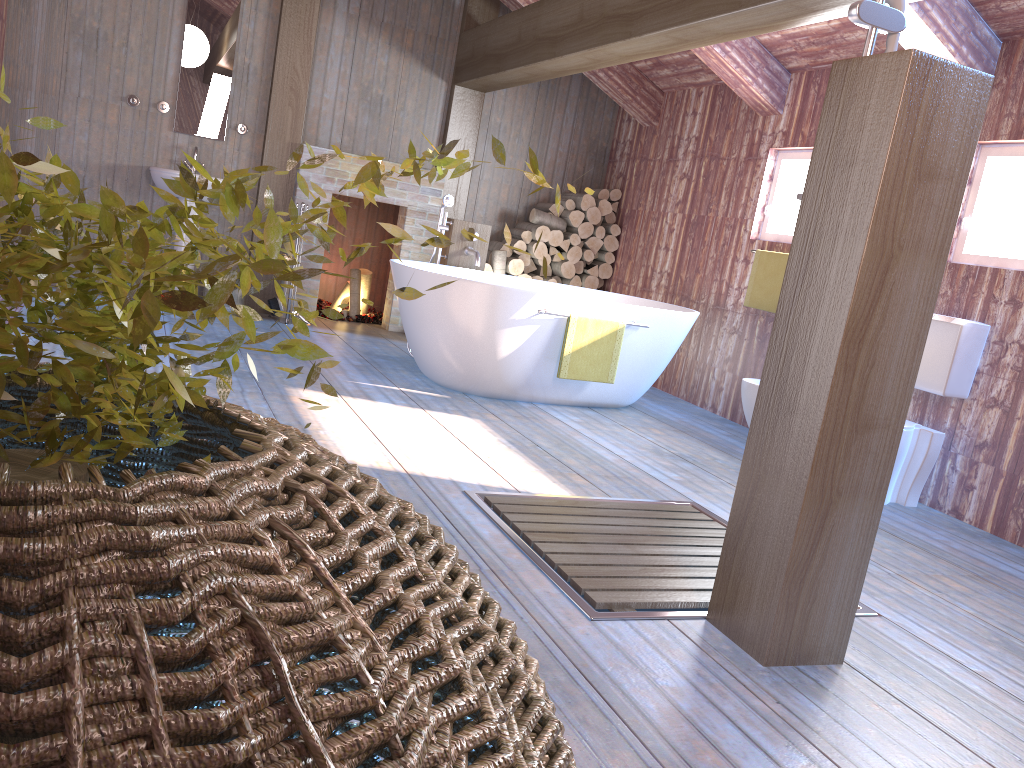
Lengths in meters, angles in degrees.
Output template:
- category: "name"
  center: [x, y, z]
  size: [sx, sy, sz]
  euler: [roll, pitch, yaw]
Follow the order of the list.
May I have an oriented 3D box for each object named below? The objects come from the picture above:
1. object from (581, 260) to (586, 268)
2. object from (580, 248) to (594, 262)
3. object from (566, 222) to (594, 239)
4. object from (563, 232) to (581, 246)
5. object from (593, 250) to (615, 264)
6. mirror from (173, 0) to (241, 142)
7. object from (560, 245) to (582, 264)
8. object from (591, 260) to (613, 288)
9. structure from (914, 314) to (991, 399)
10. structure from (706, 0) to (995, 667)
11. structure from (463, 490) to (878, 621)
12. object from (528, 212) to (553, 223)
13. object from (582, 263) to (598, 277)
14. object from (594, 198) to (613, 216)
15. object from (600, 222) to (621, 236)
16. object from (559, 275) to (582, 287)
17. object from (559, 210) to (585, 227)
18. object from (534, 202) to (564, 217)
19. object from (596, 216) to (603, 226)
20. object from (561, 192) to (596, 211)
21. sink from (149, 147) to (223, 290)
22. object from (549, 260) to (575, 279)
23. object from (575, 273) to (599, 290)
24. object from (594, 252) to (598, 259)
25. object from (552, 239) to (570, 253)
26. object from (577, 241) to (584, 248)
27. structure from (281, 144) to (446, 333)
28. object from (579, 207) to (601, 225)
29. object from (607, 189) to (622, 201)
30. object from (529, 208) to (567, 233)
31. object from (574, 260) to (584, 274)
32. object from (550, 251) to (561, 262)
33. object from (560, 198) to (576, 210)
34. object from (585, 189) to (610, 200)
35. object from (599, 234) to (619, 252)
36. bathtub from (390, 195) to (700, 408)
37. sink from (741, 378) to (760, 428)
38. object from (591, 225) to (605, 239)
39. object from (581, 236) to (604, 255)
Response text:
- category: "object"
  center: [0.555, -1.022, 7.489]
  size: [0.065, 0.069, 0.177]
  euler: [6, 10, -24]
- category: "object"
  center: [0.553, -1.106, 7.480]
  size: [0.102, 0.109, 0.438]
  euler: [6, 10, -23]
- category: "object"
  center: [0.519, -1.293, 7.422]
  size: [0.143, 0.151, 0.440]
  euler: [6, 10, -23]
- category: "object"
  center: [0.435, -1.224, 7.399]
  size: [0.102, 0.109, 0.438]
  euler: [6, 10, -23]
- category: "object"
  center: [0.732, -1.097, 7.559]
  size: [0.102, 0.109, 0.438]
  euler: [6, 10, -23]
- category: "mirror"
  center: [-2.157, -2.370, 6.313]
  size: [0.350, 1.199, 0.009]
  euler: [6, 10, -24]
- category: "object"
  center: [0.432, -1.098, 7.433]
  size: [0.136, 0.157, 0.439]
  euler: [6, 10, -23]
- category: "object"
  center: [0.690, -0.939, 7.590]
  size: [0.137, 0.256, 0.439]
  euler: [6, 10, -23]
- category: "structure"
  center: [2.023, -0.146, 4.225]
  size: [0.182, 0.363, 0.358]
  euler: [6, 10, -23]
- category: "structure"
  center: [0.880, -0.393, 2.269]
  size: [0.328, 2.209, 0.522]
  euler: [10, 9, -3]
- category: "structure"
  center: [0.462, 0.566, 2.933]
  size: [1.000, 0.067, 1.000]
  euler: [6, 10, -24]
- category: "object"
  center: [0.243, -1.371, 7.393]
  size: [0.113, 0.130, 0.291]
  euler: [6, 10, -23]
- category: "object"
  center: [0.597, -0.993, 7.528]
  size: [0.115, 0.112, 0.423]
  euler: [6, 10, -23]
- category: "object"
  center: [0.683, -1.490, 7.465]
  size: [0.133, 0.142, 0.456]
  euler: [6, 10, -23]
- category: "object"
  center: [0.777, -1.322, 7.522]
  size: [0.102, 0.109, 0.438]
  euler: [6, 10, -23]
- category: "object"
  center: [0.469, -0.877, 7.475]
  size: [0.114, 0.113, 0.301]
  euler: [6, 11, -26]
- category: "object"
  center: [0.439, -1.393, 7.384]
  size: [0.139, 0.148, 0.458]
  euler: [6, 10, -23]
- category: "object"
  center: [0.306, -1.449, 7.402]
  size: [0.140, 0.121, 0.319]
  euler: [6, 10, -22]
- category: "object"
  center: [0.646, -1.394, 7.562]
  size: [0.132, 0.119, 0.319]
  euler: [6, 10, -22]
- category: "object"
  center: [0.542, -1.520, 7.396]
  size: [0.135, 0.139, 0.456]
  euler: [6, 10, -23]
- category: "sink"
  center: [-2.310, -1.116, 6.325]
  size: [0.582, 1.143, 0.475]
  euler: [6, 10, -24]
- category: "object"
  center: [0.371, -0.981, 7.436]
  size: [0.141, 0.143, 0.437]
  euler: [6, 10, -25]
- category: "object"
  center: [0.573, -0.881, 7.554]
  size: [0.137, 0.133, 0.437]
  euler: [6, 10, -25]
- category: "object"
  center: [0.659, -1.113, 7.574]
  size: [0.088, 0.092, 0.280]
  euler: [6, 10, -23]
- category: "object"
  center: [0.342, -1.164, 7.375]
  size: [0.109, 0.124, 0.424]
  euler: [6, 10, -24]
- category: "object"
  center: [0.502, -1.167, 7.421]
  size: [0.095, 0.090, 0.278]
  euler: [6, 10, -22]
- category: "structure"
  center: [-1.185, -1.098, 6.953]
  size: [1.130, 1.330, 0.226]
  euler: [6, 10, -24]
- category: "object"
  center: [0.579, -1.422, 7.416]
  size: [0.141, 0.143, 0.437]
  euler: [6, 10, -25]
- category: "object"
  center: [0.813, -1.599, 7.510]
  size: [0.112, 0.113, 0.271]
  euler: [6, 10, -24]
- category: "object"
  center: [0.293, -1.326, 7.206]
  size: [0.302, 0.157, 0.121]
  euler: [6, 10, -23]
- category: "object"
  center: [0.488, -1.003, 7.464]
  size: [0.111, 0.118, 0.302]
  euler: [6, 10, -24]
- category: "object"
  center: [0.327, -1.078, 7.398]
  size: [0.085, 0.096, 0.280]
  euler: [6, 10, -23]
- category: "object"
  center: [0.437, -1.485, 7.329]
  size: [0.094, 0.097, 0.227]
  euler: [6, 10, -23]
- category: "object"
  center: [0.712, -1.586, 7.470]
  size: [0.104, 0.121, 0.270]
  euler: [6, 10, -23]
- category: "object"
  center: [0.744, -1.214, 7.539]
  size: [0.147, 0.152, 0.439]
  euler: [6, 10, -23]
- category: "bathtub"
  center: [0.212, -0.482, 5.389]
  size: [1.935, 1.109, 1.460]
  euler: [10, 9, -2]
- category: "sink"
  center: [1.501, 0.125, 4.952]
  size: [0.515, 0.517, 0.335]
  euler: [6, 10, -23]
- category: "object"
  center: [0.649, -1.292, 7.475]
  size: [0.089, 0.106, 0.437]
  euler: [6, 10, -23]
- category: "object"
  center: [0.588, -1.188, 7.508]
  size: [0.172, 0.151, 0.482]
  euler: [6, 10, -23]
